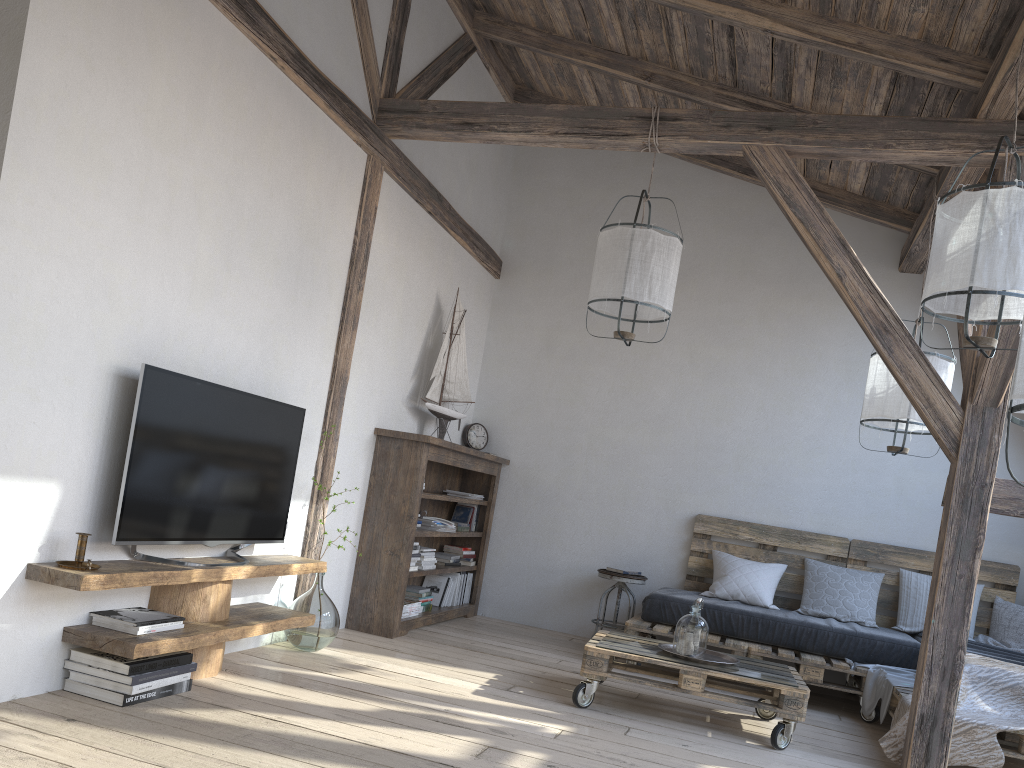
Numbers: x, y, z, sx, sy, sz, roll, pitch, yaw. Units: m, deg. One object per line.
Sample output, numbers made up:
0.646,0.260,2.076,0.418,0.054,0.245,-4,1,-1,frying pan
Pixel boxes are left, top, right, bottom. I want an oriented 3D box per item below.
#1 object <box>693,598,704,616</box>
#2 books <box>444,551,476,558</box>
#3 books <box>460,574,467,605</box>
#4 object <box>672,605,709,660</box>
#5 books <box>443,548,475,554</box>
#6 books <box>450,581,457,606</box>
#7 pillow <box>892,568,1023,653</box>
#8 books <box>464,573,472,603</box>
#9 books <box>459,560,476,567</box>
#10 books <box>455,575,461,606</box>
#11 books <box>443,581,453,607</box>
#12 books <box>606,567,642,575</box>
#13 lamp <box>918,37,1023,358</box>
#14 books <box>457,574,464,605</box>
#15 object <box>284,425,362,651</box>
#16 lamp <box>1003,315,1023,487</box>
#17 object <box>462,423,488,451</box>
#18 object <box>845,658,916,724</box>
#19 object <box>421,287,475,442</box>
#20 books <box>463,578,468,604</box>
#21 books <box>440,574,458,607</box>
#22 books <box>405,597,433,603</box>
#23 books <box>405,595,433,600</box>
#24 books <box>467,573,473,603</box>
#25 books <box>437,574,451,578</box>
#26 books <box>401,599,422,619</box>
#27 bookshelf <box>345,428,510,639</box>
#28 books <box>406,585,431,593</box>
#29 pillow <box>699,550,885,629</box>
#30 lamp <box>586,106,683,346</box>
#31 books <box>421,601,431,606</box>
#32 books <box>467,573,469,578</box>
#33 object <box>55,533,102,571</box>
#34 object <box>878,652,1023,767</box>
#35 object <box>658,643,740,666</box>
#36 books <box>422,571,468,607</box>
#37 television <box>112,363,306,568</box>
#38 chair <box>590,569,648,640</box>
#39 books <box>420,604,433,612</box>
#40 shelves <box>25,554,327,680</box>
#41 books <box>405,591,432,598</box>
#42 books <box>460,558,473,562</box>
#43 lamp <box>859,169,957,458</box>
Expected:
0.900,1.189,4.329,0.071,0.267,0.155,9,-2,17,object
-0.376,1.227,6.335,0.160,0.026,0.205,6,-8,24,books
-0.417,1.453,6.281,0.156,0.219,0.017,9,0,16,books
0.853,1.172,4.170,0.157,0.246,0.155,10,-2,-15,object
-0.379,1.201,6.329,0.156,0.021,0.222,7,-8,21,books
-0.469,1.441,6.114,0.139,0.183,0.066,9,-1,16,books
2.875,1.420,5.442,0.961,0.397,0.392,5,-5,33,pillow
-0.384,1.475,6.403,0.157,0.219,0.021,9,0,16,books
-0.384,1.275,6.331,0.218,0.030,0.163,8,-7,10,books
-0.448,1.435,6.174,0.156,0.219,0.017,9,0,16,books
-0.493,1.432,6.049,0.139,0.174,0.095,9,-2,16,books
0.766,1.282,6.026,0.149,0.021,0.207,2,-10,45,books
1.690,-0.757,2.996,0.408,1.300,0.400,10,-1,-7,lamp
-0.434,1.446,6.244,0.157,0.219,0.021,9,0,16,books
-0.915,0.776,4.471,0.275,1.116,0.517,9,-1,4,object
1.233,-0.719,1.559,0.411,1.889,0.397,10,0,-32,lamp
-0.268,0.392,6.497,0.207,0.209,0.081,12,-3,-37,object
2.125,1.692,4.749,0.504,0.275,0.714,9,-6,1,object
-0.370,-0.100,5.693,0.139,0.988,0.799,9,-3,22,object
-0.398,1.484,6.362,0.139,0.184,0.018,9,0,16,books
-0.480,1.420,6.082,0.156,0.211,0.091,9,-1,16,books
-0.623,1.379,5.659,0.157,0.021,0.227,7,-7,17,books
-0.631,1.362,5.672,0.172,0.013,0.233,7,-8,20,books
-0.375,1.479,6.430,0.156,0.220,0.036,9,0,16,books
-0.525,1.411,6.047,0.156,0.205,0.108,9,-2,16,books
-0.710,1.349,5.329,0.236,0.087,0.320,8,-7,16,books
-0.496,0.985,5.776,0.346,1.168,1.643,9,-5,17,bookshelf
-0.620,1.322,5.677,0.132,0.021,0.201,7,-7,16,books
1.821,1.295,5.716,1.124,0.354,0.354,8,-4,16,pillow
0.622,-0.740,4.221,0.404,1.080,0.404,10,-1,-32,lamp
-0.627,1.399,5.659,0.157,0.021,0.227,8,-7,12,books
-0.408,1.469,6.387,0.157,0.219,0.021,9,0,16,books
-1.409,0.545,2.877,0.139,0.112,0.140,9,-4,-1,object
2.185,1.514,3.937,1.023,0.471,0.805,15,-8,-43,object
0.896,1.304,4.231,0.392,0.021,0.400,4,-9,36,object
-0.477,1.415,6.162,0.200,0.247,0.416,9,-5,17,books
-1.174,0.368,3.533,0.205,0.702,1.116,9,-5,17,television
0.720,1.551,6.048,0.351,0.519,0.357,9,-3,20,chair
-0.633,1.428,5.658,0.172,0.038,0.226,7,-7,17,books
-1.223,0.944,3.530,0.329,0.447,1.623,9,-7,17,shelves
-0.629,1.343,5.671,0.173,0.025,0.223,8,-7,12,books
-0.387,1.248,6.326,0.204,0.021,0.151,9,-7,6,books
2.118,-0.382,4.563,0.411,1.512,0.397,10,-1,-32,lamp
